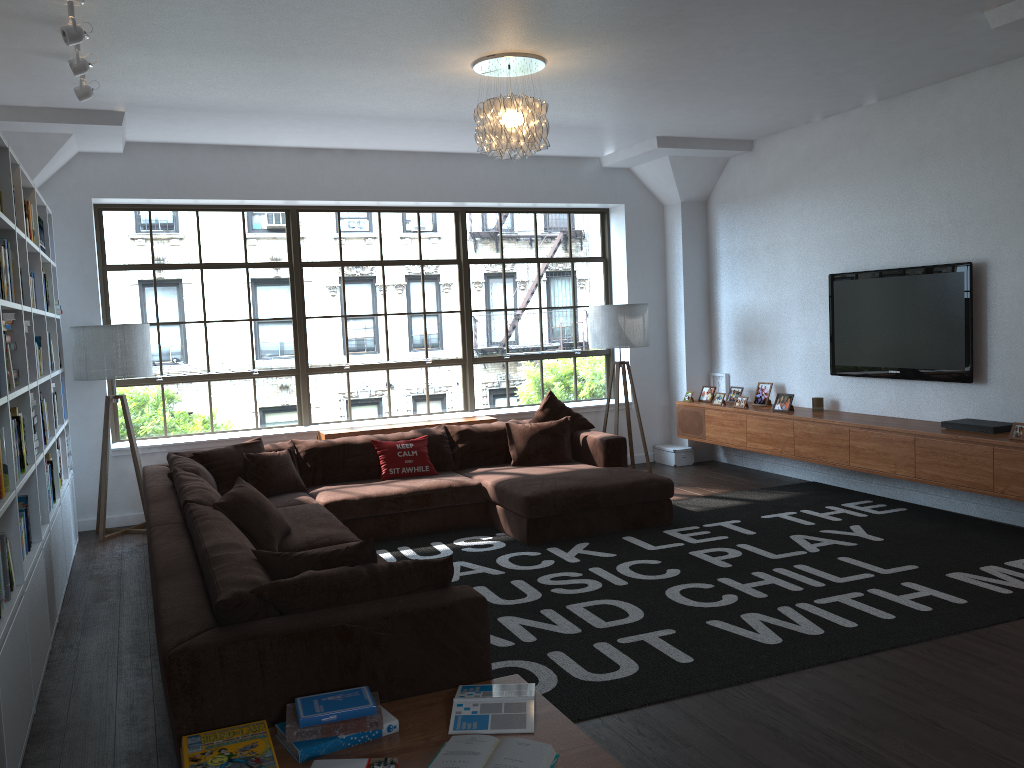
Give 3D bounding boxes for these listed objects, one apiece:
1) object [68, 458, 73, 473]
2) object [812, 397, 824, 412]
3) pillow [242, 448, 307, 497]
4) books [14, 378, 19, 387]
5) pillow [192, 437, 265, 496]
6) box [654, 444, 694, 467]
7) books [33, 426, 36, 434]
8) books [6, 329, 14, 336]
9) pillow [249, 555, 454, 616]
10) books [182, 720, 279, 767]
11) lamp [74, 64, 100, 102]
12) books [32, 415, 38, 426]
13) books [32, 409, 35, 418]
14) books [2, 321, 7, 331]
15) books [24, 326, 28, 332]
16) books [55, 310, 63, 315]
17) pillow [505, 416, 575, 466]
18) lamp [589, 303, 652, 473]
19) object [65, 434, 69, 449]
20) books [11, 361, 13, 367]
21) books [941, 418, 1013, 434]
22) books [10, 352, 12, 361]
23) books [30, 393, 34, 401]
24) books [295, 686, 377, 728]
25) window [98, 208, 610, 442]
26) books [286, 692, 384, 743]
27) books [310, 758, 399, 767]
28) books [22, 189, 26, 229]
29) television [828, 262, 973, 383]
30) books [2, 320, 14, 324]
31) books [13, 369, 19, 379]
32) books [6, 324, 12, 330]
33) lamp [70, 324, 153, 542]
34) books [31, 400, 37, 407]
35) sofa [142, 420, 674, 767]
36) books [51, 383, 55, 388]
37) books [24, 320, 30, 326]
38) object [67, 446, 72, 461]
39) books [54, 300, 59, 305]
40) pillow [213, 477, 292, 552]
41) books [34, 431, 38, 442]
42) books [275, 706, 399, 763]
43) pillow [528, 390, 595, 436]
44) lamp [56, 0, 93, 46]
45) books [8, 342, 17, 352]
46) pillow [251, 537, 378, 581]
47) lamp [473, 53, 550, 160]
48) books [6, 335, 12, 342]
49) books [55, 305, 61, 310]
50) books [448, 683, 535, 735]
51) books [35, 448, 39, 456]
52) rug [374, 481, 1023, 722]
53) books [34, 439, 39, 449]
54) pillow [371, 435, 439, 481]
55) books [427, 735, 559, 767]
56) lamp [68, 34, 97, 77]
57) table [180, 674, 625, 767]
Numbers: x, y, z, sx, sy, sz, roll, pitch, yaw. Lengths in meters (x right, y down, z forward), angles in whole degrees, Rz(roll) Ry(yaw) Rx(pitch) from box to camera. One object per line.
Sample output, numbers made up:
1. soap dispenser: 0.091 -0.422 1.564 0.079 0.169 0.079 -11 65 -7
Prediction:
1. object: -3.283 0.606 6.244 0.331 0.088 0.410 -4 5 -23
2. object: 2.511 0.168 7.278 0.089 0.110 0.089 -1 5 22
3. pillow: -1.687 0.622 6.213 0.238 0.337 0.489 1 5 36
4. books: -2.343 0.001 4.018 0.171 0.039 0.246 -4 5 -23
5. pillow: -1.901 0.612 6.226 0.334 0.418 0.580 1 6 40
6. box: 1.597 0.700 8.751 0.228 0.165 0.368 -4 5 -23
7. books: -2.525 0.233 4.456 0.231 0.044 0.168 -5 5 -28
8. books: -2.390 -0.229 4.021 0.223 0.027 0.161 -5 5 -34
9. pillow: -0.569 0.814 3.199 0.750 0.364 0.289 -4 5 -24
10. books: -0.798 1.060 2.498 0.241 0.045 0.334 -4 5 -22
11. lamp: -2.353 -1.656 4.874 0.111 0.211 0.120 1 6 41
12. books: -2.528 0.193 4.444 0.253 0.040 0.183 -4 5 -23
13. books: -2.526 0.158 4.450 0.223 0.032 0.161 -4 5 -23
14. books: -2.193 -0.235 3.647 0.174 0.045 0.240 -4 5 -24
15. books: -2.492 -0.261 4.321 0.223 0.031 0.161 -4 5 -23
16. books: -3.319 -0.494 6.168 0.284 0.035 0.197 -2 4 7
17. pillow: 0.224 0.456 7.051 0.542 0.362 0.248 -3 4 -2
18. lamp: 1.023 0.050 8.294 0.545 1.579 0.545 -3 4 -12
19. object: -3.297 0.432 6.228 0.316 0.088 0.410 -4 5 -23
20. books: -2.368 -0.076 3.995 0.180 0.042 0.259 -4 5 -23
21. books: 3.093 0.281 5.859 0.250 0.053 0.400 -4 5 -23
22. books: -2.363 -0.121 4.010 0.168 0.045 0.231 -5 5 -28
23. books: -2.514 0.073 4.435 0.185 0.041 0.129 -3 4 -9
24. books: -0.533 0.971 2.674 0.224 0.027 0.157 -4 4 -18
25. window: -1.153 -0.627 8.098 4.648 1.905 0.114 -4 5 -23
26. books: -0.537 1.003 2.676 0.279 0.035 0.191 -4 4 -13
27. books: -0.435 1.065 2.280 0.236 0.035 0.340 -2 4 2
28. books: -2.760 -0.920 4.842 0.176 0.290 0.053 -4 5 -23
29. television: 2.824 -0.442 6.547 0.013 0.816 1.324 -4 5 -23
30. books: -2.362 -0.289 4.016 0.129 0.043 0.185 -3 4 -9
31. books: -2.346 -0.038 4.012 0.160 0.039 0.251 -4 4 -18
32. books: -2.369 -0.256 4.019 0.144 0.024 0.208 -4 4 -18
33. lamp: -2.975 0.346 6.702 0.545 1.579 0.545 -5 5 -34
34. books: -2.512 0.104 4.445 0.208 0.024 0.144 -4 4 -18
35. sofa: -0.269 0.794 5.237 3.481 0.664 4.197 -4 5 -23
36. books: -2.962 0.017 5.473 0.224 0.030 0.161 -4 4 -13
37. books: -2.496 -0.291 4.327 0.224 0.030 0.161 -4 4 -13
38. object: -3.287 0.519 6.237 0.331 0.088 0.410 -4 5 -23
39. books: -3.318 -0.561 6.160 0.254 0.032 0.174 -2 4 12
40. pillow: -1.373 0.719 4.695 0.325 0.391 0.625 -3 4 -7
41. books: -2.542 0.276 4.466 0.259 0.040 0.180 -4 5 -23
42. books: -0.530 1.038 2.677 0.312 0.037 0.216 -5 5 -33
43. pillow: 0.344 0.351 7.277 0.651 0.587 0.335 -7 6 -44
44. lamp: -1.949 -1.604 3.934 0.111 0.211 0.120 -2 4 11
45. books: -2.356 -0.164 4.006 0.183 0.042 0.253 -4 5 -23
46. pillow: -0.711 0.761 3.425 0.559 0.411 0.269 -1 5 23
47. lamp: -0.006 -1.616 5.240 0.441 0.539 0.442 -1 4 19
48. books: -2.366 -0.200 4.007 0.161 0.033 0.223 -4 5 -23
49. books: -3.320 -0.528 6.166 0.284 0.033 0.197 -3 4 -8
50. books: -0.057 1.008 2.805 0.256 0.035 0.350 -2 4 2
51. books: -2.522 0.352 4.449 0.246 0.038 0.171 -4 5 -23
52. rug: 1.191 1.053 5.324 4.200 0.007 3.100 -4 5 -22
53. books: -2.526 0.315 4.448 0.251 0.037 0.160 -4 4 -18
54. pillow: -0.815 0.560 6.740 0.465 0.308 0.220 -5 5 -27
55. books: -0.063 1.036 2.429 0.342 0.040 0.231 -1 4 17
56. lamp: -2.148 -1.630 4.398 0.111 0.211 0.120 0 5 26
57. table: -0.310 1.199 2.476 1.100 0.271 0.853 -4 5 -23
